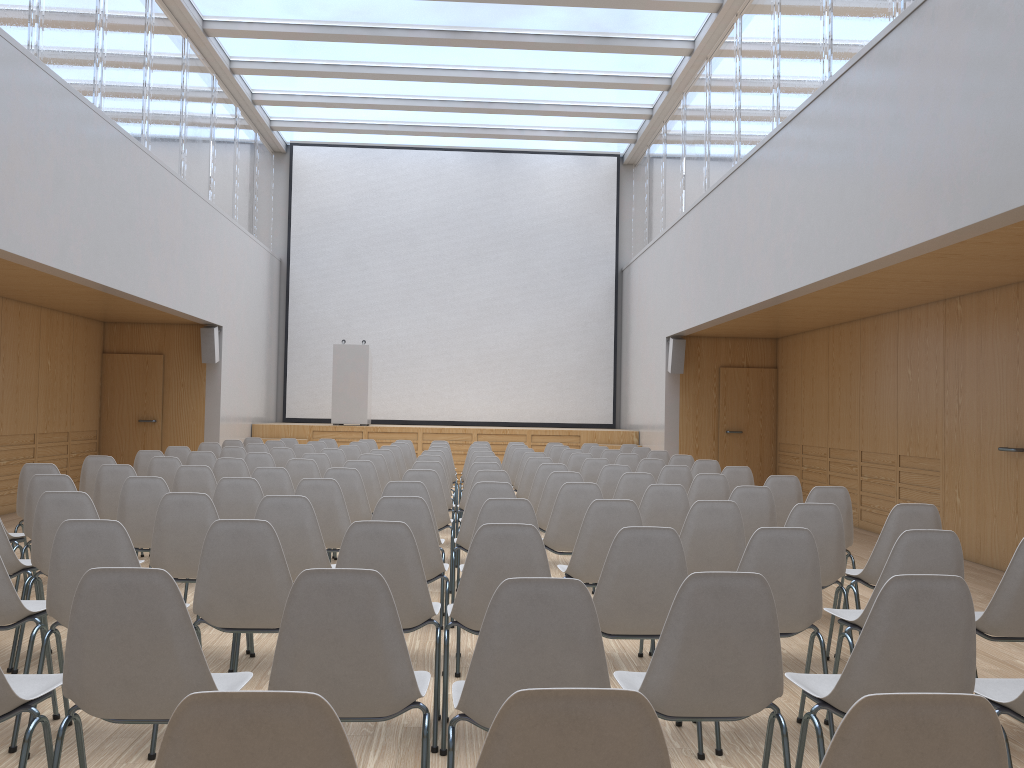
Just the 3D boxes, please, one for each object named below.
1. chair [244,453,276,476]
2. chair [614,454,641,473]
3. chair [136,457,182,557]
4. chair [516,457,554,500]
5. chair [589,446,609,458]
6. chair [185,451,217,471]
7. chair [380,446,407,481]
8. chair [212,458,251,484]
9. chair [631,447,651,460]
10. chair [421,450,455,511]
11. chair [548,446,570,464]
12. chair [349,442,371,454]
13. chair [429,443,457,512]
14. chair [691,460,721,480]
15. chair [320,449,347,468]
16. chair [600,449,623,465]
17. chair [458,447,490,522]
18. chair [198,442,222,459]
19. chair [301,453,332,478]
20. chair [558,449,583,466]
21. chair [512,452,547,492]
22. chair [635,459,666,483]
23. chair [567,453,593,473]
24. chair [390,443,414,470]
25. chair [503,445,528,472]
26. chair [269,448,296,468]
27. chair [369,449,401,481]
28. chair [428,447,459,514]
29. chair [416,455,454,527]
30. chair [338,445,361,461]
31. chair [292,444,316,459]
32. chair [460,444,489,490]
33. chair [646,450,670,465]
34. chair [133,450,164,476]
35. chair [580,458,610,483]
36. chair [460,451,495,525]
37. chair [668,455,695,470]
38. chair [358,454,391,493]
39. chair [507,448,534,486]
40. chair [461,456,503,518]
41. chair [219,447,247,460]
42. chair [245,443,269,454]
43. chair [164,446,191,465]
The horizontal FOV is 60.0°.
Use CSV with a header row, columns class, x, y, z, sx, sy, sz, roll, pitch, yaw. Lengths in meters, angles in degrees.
class,x,y,z,sx,sy,sz,roll,pitch,yaw
chair,-2.345,1.075,8.372,0.479,0.876,0.505,1,-2,-3
chair,1.222,1.185,9.667,0.479,0.876,0.505,1,-2,-3
chair,-2.841,1.036,7.446,0.479,0.876,0.505,1,-2,-3
chair,0.241,1.131,8.568,0.479,0.876,0.505,1,-2,-3
chair,1.108,1.245,11.654,0.479,0.876,0.505,1,-2,-3
chair,-2.889,1.066,8.426,0.479,0.876,0.505,1,-2,-3
chair,-1.429,1.159,10.503,0.479,0.876,0.505,1,-2,-3
chair,-2.314,1.046,7.455,0.479,0.876,0.505,1,-2,-3
chair,1.649,1.255,11.623,0.479,0.876,0.505,1,-2,-3
chair,-0.844,1.139,9.492,0.479,0.876,0.505,1,-2,-3
chair,0.602,1.233,11.569,0.479,0.876,0.505,1,-2,-3
chair,-1.968,1.180,11.495,0.479,0.876,0.505,1,-2,-3
chair,-0.944,1.201,11.529,0.479,0.876,0.505,1,-2,-3
chair,1.831,1.166,8.670,0.479,0.876,0.505,1,-2,-3
chair,-1.888,1.117,9.438,0.479,0.876,0.505,1,-2,-3
chair,1.164,1.215,10.665,0.479,0.876,0.505,1,-2,-3
chair,-0.393,1.182,10.575,0.479,0.876,0.505,1,-2,-3
chair,-3.488,1.116,10.415,0.479,0.876,0.505,1,-2,-3
chair,-1.851,1.088,8.480,0.479,0.876,0.505,1,-2,-3
chair,0.693,1.205,10.613,0.479,0.876,0.505,1,-2,-3
chair,0.221,1.163,9.588,0.479,0.876,0.505,1,-2,-3
chair,1.312,1.155,8.661,0.479,0.876,0.505,1,-2,-3
chair,0.715,1.173,9.594,0.479,0.876,0.505,1,-2,-3
chair,-1.442,1.189,11.463,0.479,0.876,0.505,1,-2,-3
chair,0.069,1.223,11.582,0.479,0.876,0.505,1,-2,-3
chair,-2.414,1.107,9.452,0.479,0.876,0.505,1,-2,-3
chair,-1.384,1.128,9.485,0.479,0.876,0.505,1,-2,-3
chair,-0.865,1.169,10.451,0.479,0.876,0.505,1,-2,-3
chair,-0.791,1.111,8.553,0.479,0.876,0.505,1,-2,-3
chair,-1.901,1.149,10.459,0.479,0.876,0.505,1,-2,-3
chair,-2.432,1.139,10.480,0.479,0.876,0.505,1,-2,-3
chair,-0.440,1.213,11.584,0.479,0.876,0.505,1,-2,-3
chair,1.707,1.226,10.665,0.479,0.876,0.505,1,-2,-3
chair,-3.367,1.056,8.429,0.479,0.876,0.505,1,-2,-3
chair,0.776,1.142,8.575,0.479,0.876,0.505,1,-2,-3
chair,-0.319,1.152,9.588,0.479,0.876,0.505,1,-2,-3
chair,1.783,1.195,9.628,0.479,0.876,0.505,1,-2,-3
chair,-1.337,1.099,8.534,0.479,0.876,0.505,1,-2,-3
chair,0.121,1.191,10.543,0.479,0.876,0.505,1,-2,-3
chair,-0.255,1.122,8.562,0.479,0.876,0.505,1,-2,-3
chair,-2.914,1.097,9.444,0.479,0.876,0.505,1,-2,-3
chair,-2.946,1.126,10.385,0.479,0.876,0.505,1,-2,-3
chair,-3.456,1.084,9.357,0.479,0.876,0.505,1,-2,-3
